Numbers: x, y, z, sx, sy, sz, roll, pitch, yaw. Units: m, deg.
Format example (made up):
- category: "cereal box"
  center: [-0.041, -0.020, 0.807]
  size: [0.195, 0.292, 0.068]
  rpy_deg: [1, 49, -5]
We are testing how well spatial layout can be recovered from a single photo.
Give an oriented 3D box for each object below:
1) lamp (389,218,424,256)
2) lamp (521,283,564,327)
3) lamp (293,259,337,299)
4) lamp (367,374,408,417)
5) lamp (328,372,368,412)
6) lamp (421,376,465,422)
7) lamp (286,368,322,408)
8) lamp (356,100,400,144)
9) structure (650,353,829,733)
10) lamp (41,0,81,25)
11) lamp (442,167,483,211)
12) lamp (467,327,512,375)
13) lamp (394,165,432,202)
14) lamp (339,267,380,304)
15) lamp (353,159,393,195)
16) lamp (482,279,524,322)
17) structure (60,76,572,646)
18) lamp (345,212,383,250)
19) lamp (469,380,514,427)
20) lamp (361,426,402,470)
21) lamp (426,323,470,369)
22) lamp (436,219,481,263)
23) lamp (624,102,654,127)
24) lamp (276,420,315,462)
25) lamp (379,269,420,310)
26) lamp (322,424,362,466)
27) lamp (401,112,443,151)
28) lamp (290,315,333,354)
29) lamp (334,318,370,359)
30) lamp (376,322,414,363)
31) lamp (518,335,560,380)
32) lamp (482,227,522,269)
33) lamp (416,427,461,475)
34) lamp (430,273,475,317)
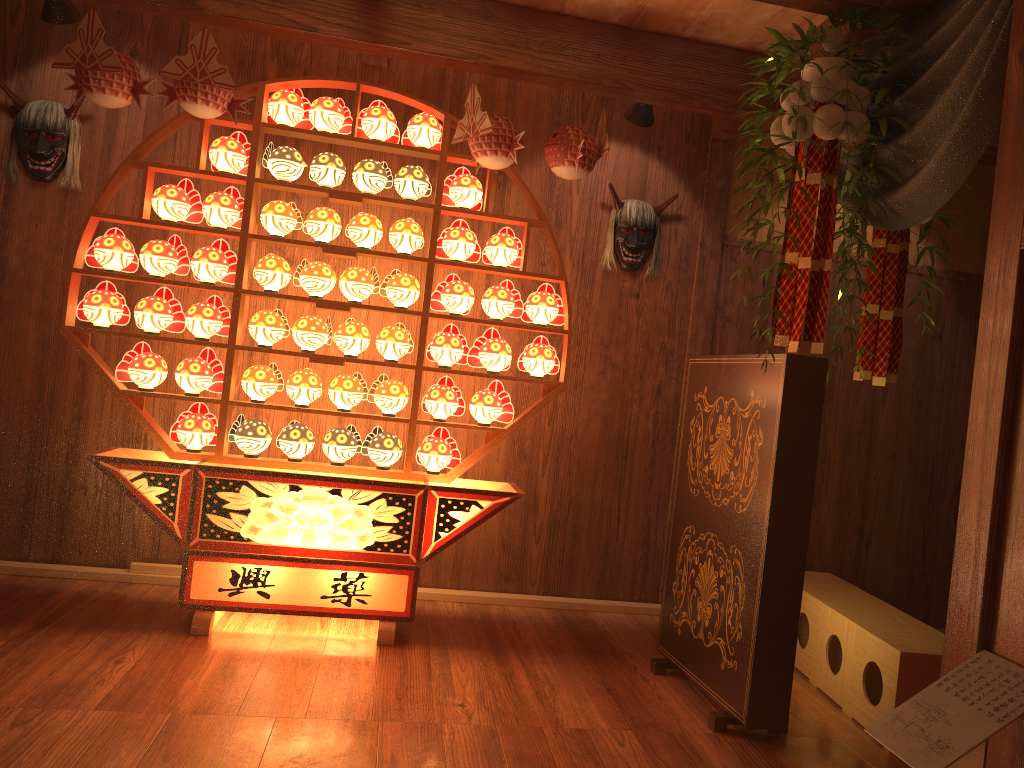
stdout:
- category: "lamp"
  center: [-0.435, -0.611, 3.629]
  size: [0.140, 0.173, 0.156]
  rpy_deg: [6, 0, -4]
- category: "lamp"
  center: [0.129, -0.339, 3.743]
  size: [0.199, 0.200, 0.158]
  rpy_deg: [6, 0, 5]
- category: "lamp"
  center: [-0.777, -0.422, 3.572]
  size: [0.153, 0.161, 0.142]
  rpy_deg: [6, 0, 21]
- category: "lamp"
  center: [-0.491, 0.048, 3.630]
  size: [0.144, 0.173, 0.151]
  rpy_deg: [7, 0, -44]
- category: "lamp"
  center: [-0.680, 0.030, 3.595]
  size: [0.136, 0.167, 0.160]
  rpy_deg: [6, 0, 21]
- category: "lamp"
  center: [-0.291, 0.060, 3.667]
  size: [0.186, 0.194, 0.157]
  rpy_deg: [6, 0, 1]
- category: "lamp"
  center: [-0.839, 0.015, 3.560]
  size: [0.141, 0.161, 0.155]
  rpy_deg: [6, 0, -9]
- category: "lamp"
  center: [-0.539, -1.080, 3.602]
  size: [0.205, 0.200, 0.153]
  rpy_deg: [7, 0, -20]
- category: "structure"
  center: [0.800, 0.522, 3.210]
  size: [0.275, 1.250, 0.787]
  rpy_deg: [7, 0, -12]
- category: "lamp"
  center: [-1.749, -1.476, 3.435]
  size: [0.139, 0.176, 0.170]
  rpy_deg: [7, 0, -23]
- category: "lamp"
  center: [-0.186, -0.818, 3.675]
  size: [0.205, 0.200, 0.153]
  rpy_deg: [7, 0, -24]
- category: "lamp"
  center: [-0.064, -0.139, 3.708]
  size: [0.205, 0.200, 0.153]
  rpy_deg: [7, 0, -24]
- category: "lamp"
  center: [-0.415, -0.830, 3.630]
  size: [0.139, 0.173, 0.158]
  rpy_deg: [6, 0, 6]
- category: "lamp"
  center: [-0.640, -0.409, 3.604]
  size: [0.162, 0.167, 0.134]
  rpy_deg: [7, 0, -44]
- category: "lamp"
  center: [-0.585, -0.847, 3.603]
  size: [0.135, 0.167, 0.162]
  rpy_deg: [6, 0, 31]
- category: "lamp"
  center: [-0.060, -0.356, 3.709]
  size: [0.177, 0.191, 0.160]
  rpy_deg: [6, 0, 21]
- category: "structure"
  center: [-0.742, -0.128, 3.580]
  size: [1.986, 2.195, 0.484]
  rpy_deg: [6, 0, -11]
- category: "lamp"
  center: [-0.593, -0.626, 3.599]
  size: [0.143, 0.167, 0.152]
  rpy_deg: [7, 0, -29]
- category: "lamp"
  center: [-0.112, 0.077, 3.703]
  size: [0.195, 0.200, 0.161]
  rpy_deg: [6, 0, 26]
- category: "lamp"
  center: [-0.516, 0.266, 3.631]
  size: [0.144, 0.173, 0.151]
  rpy_deg: [7, 0, -44]
- category: "lamp"
  center: [-0.269, -0.160, 3.668]
  size: [0.189, 0.195, 0.157]
  rpy_deg: [6, 0, 0]
- category: "lamp"
  center: [-0.217, -0.600, 3.671]
  size: [0.203, 0.200, 0.155]
  rpy_deg: [6, 0, -10]
- category: "lamp"
  center: [0.561, -1.216, 3.887]
  size: [0.134, 0.177, 0.177]
  rpy_deg: [6, 0, 11]
- category: "lamp"
  center: [-0.864, 0.232, 3.560]
  size: [0.143, 0.161, 0.152]
  rpy_deg: [7, 0, -29]
- category: "lamp"
  center: [-0.444, -0.390, 3.634]
  size: [0.144, 0.173, 0.151]
  rpy_deg: [7, 0, -39]
- category: "lamp"
  center: [-0.704, 0.247, 3.593]
  size: [0.136, 0.167, 0.160]
  rpy_deg: [6, 0, 21]
- category: "lamp"
  center: [-0.361, -1.053, 3.636]
  size: [0.190, 0.188, 0.156]
  rpy_deg: [6, 0, -5]
- category: "lamp"
  center: [-0.823, -0.205, 3.568]
  size: [0.162, 0.161, 0.135]
  rpy_deg: [7, 0, -34]
- category: "lamp"
  center: [-0.646, -0.188, 3.595]
  size: [0.143, 0.167, 0.153]
  rpy_deg: [7, 0, -24]
- category: "lamp"
  center: [-0.490, -0.174, 3.625]
  size: [0.139, 0.173, 0.158]
  rpy_deg: [6, 0, 6]
- category: "lamp"
  center: [0.115, -0.115, 3.743]
  size: [0.183, 0.192, 0.157]
  rpy_deg: [6, 0, 1]
- category: "lamp"
  center: [-0.042, -0.578, 3.706]
  size: [0.188, 0.195, 0.158]
  rpy_deg: [6, 0, 6]
- category: "lamp"
  center: [-0.318, 0.276, 3.669]
  size: [0.193, 0.197, 0.158]
  rpy_deg: [6, 0, 5]
- category: "lamp"
  center: [-0.221, -0.372, 3.675]
  size: [0.195, 0.187, 0.152]
  rpy_deg: [7, 0, -29]
